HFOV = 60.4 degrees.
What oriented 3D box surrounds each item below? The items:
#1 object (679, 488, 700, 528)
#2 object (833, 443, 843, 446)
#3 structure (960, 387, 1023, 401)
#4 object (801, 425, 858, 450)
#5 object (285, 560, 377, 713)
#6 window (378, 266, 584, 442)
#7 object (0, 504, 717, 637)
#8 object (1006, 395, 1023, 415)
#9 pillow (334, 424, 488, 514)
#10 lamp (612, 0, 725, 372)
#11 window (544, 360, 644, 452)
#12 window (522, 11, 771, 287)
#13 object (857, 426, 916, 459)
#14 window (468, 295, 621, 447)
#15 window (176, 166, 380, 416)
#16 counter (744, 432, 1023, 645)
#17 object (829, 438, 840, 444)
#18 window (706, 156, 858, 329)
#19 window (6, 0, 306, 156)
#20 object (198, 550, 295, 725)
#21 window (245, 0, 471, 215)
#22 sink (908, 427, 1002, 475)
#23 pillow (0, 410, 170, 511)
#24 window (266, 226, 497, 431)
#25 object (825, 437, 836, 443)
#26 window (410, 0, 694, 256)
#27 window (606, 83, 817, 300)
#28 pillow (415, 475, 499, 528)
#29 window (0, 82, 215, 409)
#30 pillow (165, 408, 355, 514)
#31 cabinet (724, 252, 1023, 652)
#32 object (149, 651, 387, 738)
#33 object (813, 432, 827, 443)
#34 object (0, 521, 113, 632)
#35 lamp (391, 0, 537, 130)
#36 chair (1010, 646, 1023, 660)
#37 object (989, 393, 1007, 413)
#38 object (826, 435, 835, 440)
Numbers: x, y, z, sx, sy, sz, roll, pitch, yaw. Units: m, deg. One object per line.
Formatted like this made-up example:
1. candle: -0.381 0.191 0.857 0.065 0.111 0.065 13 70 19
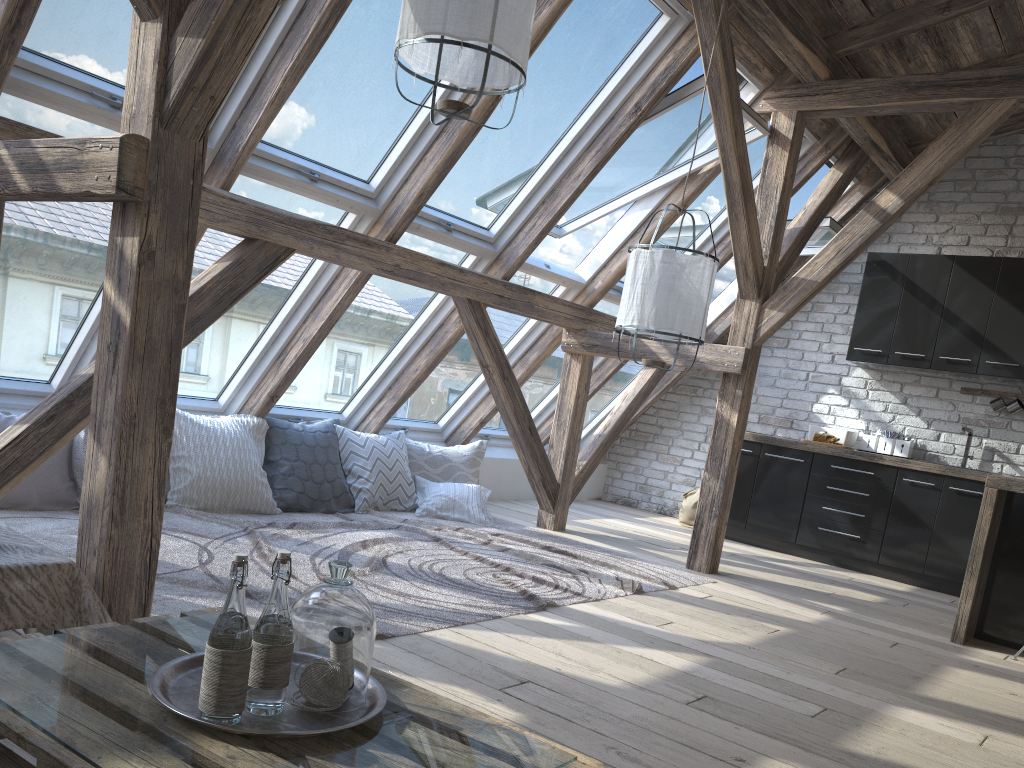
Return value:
1. object: 1.550 1.002 7.369 0.340 0.394 0.387 7 4 -27
2. object: 2.418 0.446 6.524 0.068 0.017 0.077 9 0 15
3. structure: 3.595 0.101 6.076 0.920 0.046 0.081 9 1 37
4. object: 2.420 0.404 6.668 0.378 0.135 0.591 10 0 26
5. object: -0.316 0.429 1.540 0.155 0.250 0.154 10 5 6
6. window: -0.300 -0.195 5.802 1.082 1.291 0.858 12 5 37
7. object: -0.646 0.787 4.378 2.160 0.057 3.204 9 0 38
8. object: 3.504 0.148 6.117 0.093 0.141 0.115 6 5 -36
9. pillow: -0.678 0.576 5.765 0.494 0.539 1.161 13 3 42
10. lamp: 0.786 -1.008 3.823 0.409 1.917 0.393 8 7 -12
11. window: 0.812 -0.003 7.269 1.082 1.291 0.858 12 5 37
12. window: 0.632 -1.257 5.101 1.388 1.290 0.858 12 5 37
13. object: 2.827 0.437 6.601 0.400 0.203 0.148 10 4 38
14. window: 0.256 -0.099 6.535 1.082 1.291 0.858 12 5 37
15. window: -1.411 -0.388 4.336 1.082 1.291 0.858 12 5 37
16. counter: 2.690 0.946 5.413 3.764 0.861 2.253 9 0 37
17. object: 2.392 0.422 6.523 0.072 0.055 0.082 10 2 14
18. window: 1.734 -1.066 6.575 1.501 1.290 0.858 11 5 37
19. window: -0.996 -1.539 2.872 1.082 1.291 0.858 12 5 37
20. object: -0.414 0.400 1.407 0.070 0.271 0.154 14 7 37
21. window: -0.441 -1.443 3.605 1.082 1.291 0.858 12 5 37
22. sink: 3.101 0.551 6.131 0.519 0.521 0.516 12 4 37
23. pillow: -1.997 0.354 4.139 0.430 0.529 1.137 12 2 30
24. window: -0.856 -0.292 5.069 1.082 1.291 0.858 12 5 37
25. object: 2.364 0.416 6.518 0.072 0.058 0.083 10 2 13
26. window: 0.115 -1.347 4.339 1.082 1.291 0.858 12 5 37
27. window: 1.226 -1.154 5.805 1.082 1.291 0.858 12 5 37
28. pillow: -0.368 0.768 5.700 0.538 0.244 0.470 9 1 -11
29. window: -1.967 -0.484 3.602 1.082 1.291 0.858 12 5 37
30. pillow: -1.371 0.427 4.911 0.461 0.568 1.279 12 3 38
31. cabinet: 3.026 0.157 5.250 4.161 2.535 2.100 11 4 37
32. object: -0.414 0.530 1.518 0.397 0.022 0.389 10 0 -33
33. object: 2.290 0.390 6.547 0.089 0.088 0.086 10 3 14
34. object: -1.516 0.386 2.253 1.015 0.479 0.799 9 2 -23
35. lamp: -0.069 -1.456 2.598 0.405 1.319 0.397 11 6 13
36. chair: 2.633 1.036 4.118 0.355 0.643 0.348 8 5 -19
37. object: 3.423 0.136 6.188 0.116 0.141 0.093 12 6 39
38. object: 2.375 0.414 6.575 0.074 0.068 0.079 10 3 9
